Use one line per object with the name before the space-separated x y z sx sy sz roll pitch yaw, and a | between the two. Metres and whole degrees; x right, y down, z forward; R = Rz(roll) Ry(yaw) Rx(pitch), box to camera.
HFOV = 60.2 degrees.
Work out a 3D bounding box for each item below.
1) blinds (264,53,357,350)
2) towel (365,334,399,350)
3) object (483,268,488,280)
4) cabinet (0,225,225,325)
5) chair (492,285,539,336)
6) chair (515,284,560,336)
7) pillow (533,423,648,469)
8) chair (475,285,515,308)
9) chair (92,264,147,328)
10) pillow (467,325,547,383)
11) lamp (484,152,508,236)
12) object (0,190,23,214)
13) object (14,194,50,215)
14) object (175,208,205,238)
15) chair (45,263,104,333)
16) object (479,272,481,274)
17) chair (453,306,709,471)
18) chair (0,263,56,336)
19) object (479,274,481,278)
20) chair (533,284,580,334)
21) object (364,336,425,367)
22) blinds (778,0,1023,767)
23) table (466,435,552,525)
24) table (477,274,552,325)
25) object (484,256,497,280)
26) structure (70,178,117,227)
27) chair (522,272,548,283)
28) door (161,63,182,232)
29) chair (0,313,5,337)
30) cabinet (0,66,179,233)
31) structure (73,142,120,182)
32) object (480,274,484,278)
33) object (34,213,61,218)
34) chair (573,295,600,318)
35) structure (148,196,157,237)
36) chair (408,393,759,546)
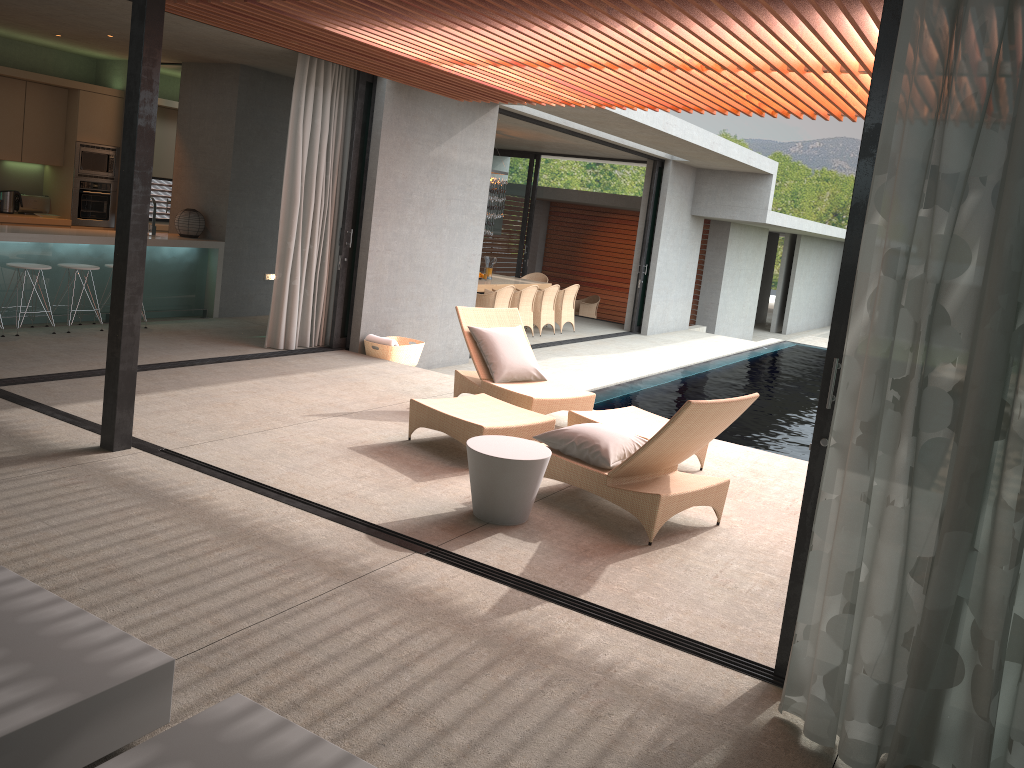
blinds | -2.030 -1.824 9.061 0.231 2.906 0.888 10 7 26
towel | -1.344 -0.354 9.398 0.371 0.309 0.310 12 10 30
object | -0.697 -1.951 14.763 0.541 0.382 0.328 -2 12 -44
cabinet | -4.802 -1.087 8.819 0.806 0.890 4.140 12 12 29
chair | 0.051 -1.197 14.071 0.634 0.855 0.619 12 9 29
chair | 0.426 -1.275 14.707 0.634 0.855 0.619 12 9 29
pillow | 0.537 0.355 5.389 0.599 0.192 0.596 16 14 40
chair | -0.324 -1.119 13.434 0.634 0.855 0.619 12 9 29
chair | -4.007 -0.901 9.089 0.384 0.618 0.383 11 9 29
pillow | -0.036 -0.261 7.526 0.608 0.423 0.431 -1 12 -42
lamp | -0.498 -3.384 14.886 0.622 1.739 0.621 11 8 29
object | -6.043 -2.191 10.611 0.178 0.283 0.278 12 10 34
object | -5.925 -2.215 10.909 0.151 0.245 0.391 11 11 29
object | -3.780 -1.890 10.375 0.341 0.331 0.342 10 9 21
chair | -4.263 -0.848 8.654 0.384 0.618 0.383 11 9 29
object | -0.566 -1.865 14.910 0.071 0.047 0.072 5 10 -10
chair | 0.451 -0.020 6.963 0.700 0.819 2.321 0 13 -40
chair | -4.513 -0.795 8.224 0.384 0.618 0.383 11 9 29
object | -0.570 -1.812 14.867 0.081 0.080 0.082 2 10 -31
chair | 0.801 -1.352 15.343 0.634 0.855 0.619 12 9 29
object | -1.280 -0.315 9.535 0.449 0.297 0.683 12 11 29
blinds | 2.127 -0.005 2.339 2.442 2.897 0.223 12 8 30
table | -0.040 0.540 4.907 0.476 0.389 0.479 9 9 11
table | -0.698 -1.404 14.930 1.289 0.749 3.272 13 12 29
object | -0.392 -1.997 15.191 0.193 0.383 0.194 9 7 12
structure | -5.412 -2.309 11.184 0.501 0.574 0.599 12 10 29
chair | 0.317 -1.682 16.725 0.621 0.855 0.632 12 9 29
door | -4.188 -0.665 5.538 5.774 4.428 15.501 7 11 2
chair | -4.757 -0.745 7.812 0.384 0.618 0.383 11 9 29
cabinet | -5.597 -2.203 9.703 1.979 2.539 7.506 12 11 29
structure | -5.366 -2.810 11.138 0.463 0.433 0.599 12 11 29
object | -0.518 -1.822 14.933 0.087 0.086 0.087 10 9 20
object | -5.669 -2.053 10.793 0.310 0.034 0.314 7 11 -2
chair | 1.662 -1.650 20.464 0.629 0.855 0.625 2 9 -30
structure | -4.063 -1.868 9.806 0.260 0.437 0.097 11 8 30
chair | 0.336 0.223 5.644 0.700 0.819 2.319 -1 13 -44
